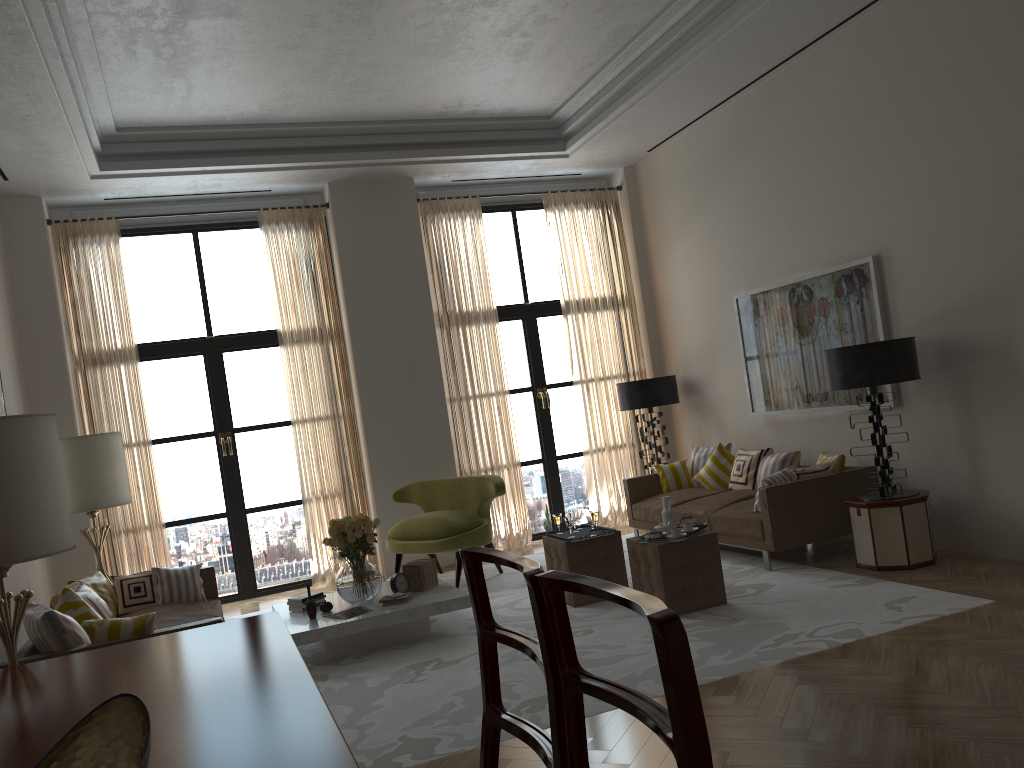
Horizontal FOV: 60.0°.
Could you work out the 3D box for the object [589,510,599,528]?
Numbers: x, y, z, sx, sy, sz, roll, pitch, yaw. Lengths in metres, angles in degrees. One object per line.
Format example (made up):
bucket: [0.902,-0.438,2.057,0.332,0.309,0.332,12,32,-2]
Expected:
object: [0.810,1.318,8.571,0.098,0.192,0.098,-8,0,6]

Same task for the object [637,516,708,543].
object: [1.394,1.260,7.691,0.442,0.101,0.719,-9,-2,34]

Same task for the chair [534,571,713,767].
chair: [-0.027,1.242,1.851,0.876,1.505,0.657,-8,0,-20]

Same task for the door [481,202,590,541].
door: [0.372,-0.199,12.593,3.082,4.768,0.240,-8,0,-20]

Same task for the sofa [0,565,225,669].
sofa: [-2.954,2.146,7.019,1.350,0.819,2.984,-8,-1,-20]

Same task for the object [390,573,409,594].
object: [-1.037,1.850,8.195,0.082,0.209,0.204,-8,0,31]

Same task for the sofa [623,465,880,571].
sofa: [2.559,1.412,9.992,1.350,0.819,2.984,-8,-1,-20]

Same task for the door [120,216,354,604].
door: [-3.625,0.350,11.138,3.254,4.768,0.240,-8,0,-20]

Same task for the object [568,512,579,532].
object: [0.607,1.350,8.655,0.098,0.192,0.098,-8,0,-20]

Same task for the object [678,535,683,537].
object: [1.412,1.277,7.420,0.053,0.026,0.049,-8,-1,-18]

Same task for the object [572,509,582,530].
object: [0.657,1.346,8.789,0.098,0.192,0.098,-8,0,27]

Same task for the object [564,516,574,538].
object: [0.548,1.351,8.342,0.098,0.192,0.098,-8,0,6]

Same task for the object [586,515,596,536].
object: [0.748,1.319,8.249,0.098,0.192,0.098,-8,0,-20]

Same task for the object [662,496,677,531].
object: [1.389,1.153,7.878,0.113,0.305,0.125,-8,0,17]

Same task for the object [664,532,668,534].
object: [1.375,1.276,7.617,0.186,0.026,0.041,-8,-1,-12]

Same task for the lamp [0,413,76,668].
lamp: [-2.748,1.329,4.834,0.769,2.255,0.766,-8,0,36]

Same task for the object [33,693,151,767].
object: [-1.170,1.068,2.375,0.331,0.164,1.084,-8,-1,-9]

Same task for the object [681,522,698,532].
object: [1.535,1.248,7.732,0.175,0.067,0.176,-8,-1,-21]

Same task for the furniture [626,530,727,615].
furniture: [1.418,1.617,7.686,0.613,0.616,0.614,-8,-1,-20]

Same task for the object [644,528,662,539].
object: [1.215,1.278,7.588,0.175,0.067,0.176,-7,-2,-44]

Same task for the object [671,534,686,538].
object: [1.397,1.282,7.452,0.186,0.015,0.041,-7,-1,-33]

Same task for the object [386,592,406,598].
object: [-1.038,1.892,7.949,0.138,0.019,0.137,-7,-2,-36]

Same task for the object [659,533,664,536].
object: [1.270,1.288,7.549,0.052,0.027,0.080,-9,-1,27]

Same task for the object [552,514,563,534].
object: [0.454,1.372,8.677,0.098,0.192,0.098,-8,0,-37]

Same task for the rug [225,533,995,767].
rug: [0.005,2.115,8.240,5.510,0.065,5.740,-8,-1,-20]

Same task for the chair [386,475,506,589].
chair: [-0.847,1.745,10.284,1.794,1.213,1.027,-9,-1,38]

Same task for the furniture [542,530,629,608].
furniture: [0.703,1.742,8.521,0.613,0.616,0.614,-8,-1,-20]

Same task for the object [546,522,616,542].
object: [0.649,1.399,8.514,0.490,0.092,0.803,-8,-1,-20]

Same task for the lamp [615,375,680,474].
lamp: [1.969,0.935,12.091,0.829,2.018,0.830,-8,0,-16]

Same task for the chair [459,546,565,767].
chair: [-0.255,1.291,2.456,0.876,1.505,0.657,-8,0,-20]

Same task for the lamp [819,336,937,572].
lamp: [3.384,0.631,8.108,0.828,2.018,0.831,-8,0,-19]

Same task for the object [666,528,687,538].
object: [1.392,1.262,7.519,0.176,0.067,0.176,-8,-1,-18]

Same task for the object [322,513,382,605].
object: [-1.407,1.605,8.131,0.539,0.821,0.628,-8,0,-24]

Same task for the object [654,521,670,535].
object: [1.308,1.262,7.749,0.176,0.105,0.136,-8,-1,-24]
